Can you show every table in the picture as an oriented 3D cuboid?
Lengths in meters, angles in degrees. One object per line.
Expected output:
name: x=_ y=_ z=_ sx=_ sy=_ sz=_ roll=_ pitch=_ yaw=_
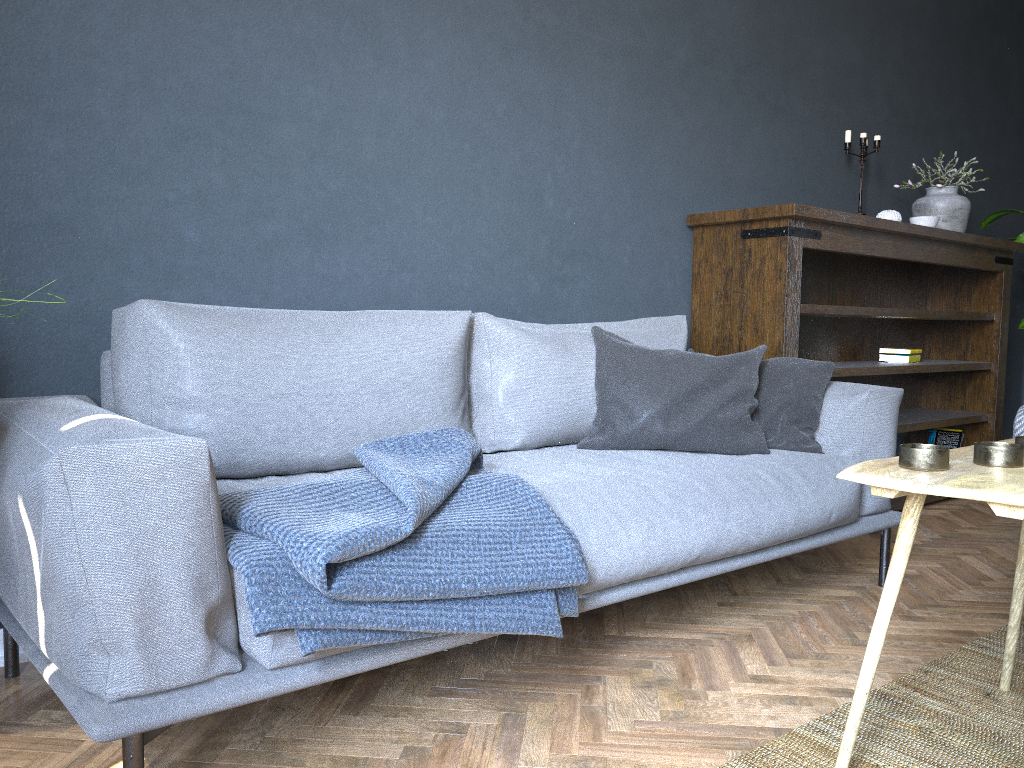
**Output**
table: x=0.893 y=0.398 z=1.522 sx=0.787 sy=0.550 sz=0.339 roll=-3 pitch=6 yaw=-40

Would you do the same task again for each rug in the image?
rug: x=1.103 y=0.677 z=1.499 sx=2.010 sy=0.013 sz=1.002 roll=-2 pitch=5 yaw=-40

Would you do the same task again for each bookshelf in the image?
bookshelf: x=1.516 y=-0.054 z=3.749 sx=1.918 sy=1.173 sz=0.450 roll=-3 pitch=6 yaw=-40

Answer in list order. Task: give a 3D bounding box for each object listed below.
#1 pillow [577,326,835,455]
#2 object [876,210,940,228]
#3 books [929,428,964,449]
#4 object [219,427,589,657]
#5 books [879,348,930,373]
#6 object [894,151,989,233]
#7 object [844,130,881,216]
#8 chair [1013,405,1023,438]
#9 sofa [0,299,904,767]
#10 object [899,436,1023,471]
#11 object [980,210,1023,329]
pillow: x=0.547 y=0.018 z=2.563 sx=0.797 sy=0.362 sz=0.442 roll=-1 pitch=4 yaw=-22
object: x=1.693 y=-0.695 z=3.801 sx=0.255 sy=0.104 sz=0.118 roll=2 pitch=4 yaw=15
books: x=2.122 y=0.319 z=4.334 sx=0.122 sy=0.193 sz=0.179 roll=-2 pitch=5 yaw=-36
object: x=-0.217 y=0.272 z=1.621 sx=0.666 sy=0.329 sz=0.490 roll=-2 pitch=5 yaw=-35
books: x=1.770 y=-0.105 z=3.999 sx=0.174 sy=0.113 sz=0.196 roll=4 pitch=5 yaw=39
object: x=1.941 y=-0.860 z=4.018 sx=0.385 sy=0.413 sz=0.275 roll=3 pitch=5 yaw=28
object: x=1.481 y=-0.866 z=3.802 sx=0.130 sy=0.438 sz=0.145 roll=1 pitch=5 yaw=-4
chair: x=1.576 y=0.233 z=2.148 sx=0.645 sy=0.812 sz=0.494 roll=3 pitch=5 yaw=28
sofa: x=0.031 y=0.212 z=2.222 sx=2.339 sy=0.799 sz=0.969 roll=-2 pitch=5 yaw=-40
object: x=0.777 y=0.112 z=1.433 sx=0.369 sy=0.033 sz=0.103 roll=-1 pitch=4 yaw=-29
object: x=2.769 y=-0.424 z=4.196 sx=1.117 sy=1.901 sz=0.763 roll=5 pitch=6 yaw=44
